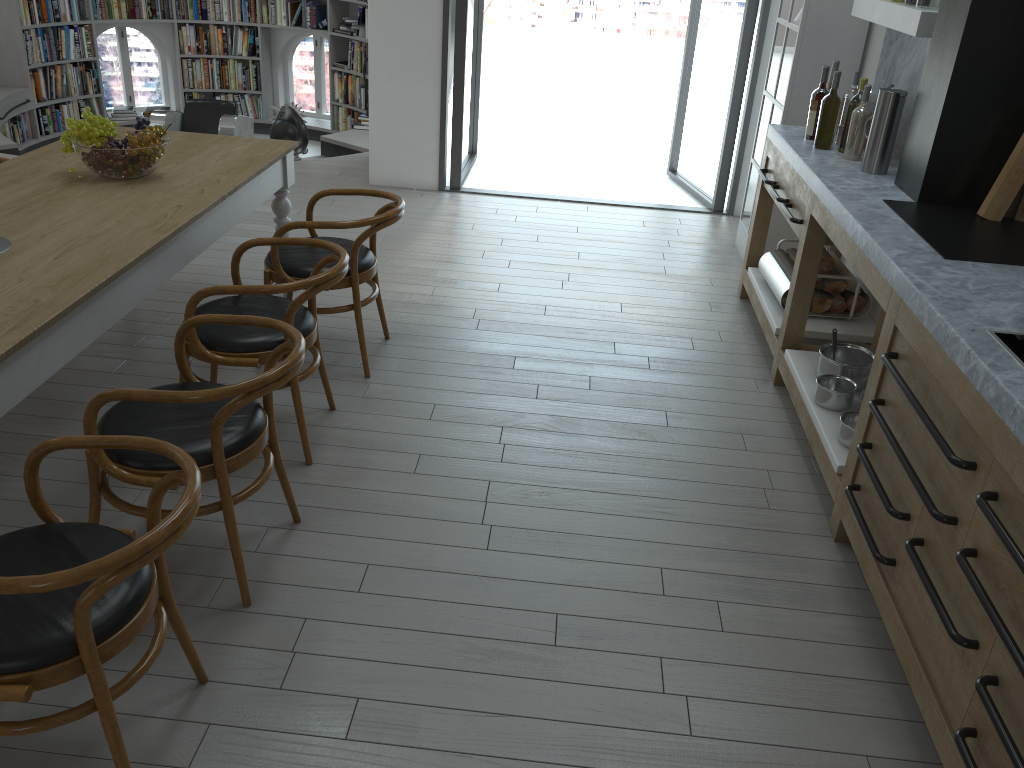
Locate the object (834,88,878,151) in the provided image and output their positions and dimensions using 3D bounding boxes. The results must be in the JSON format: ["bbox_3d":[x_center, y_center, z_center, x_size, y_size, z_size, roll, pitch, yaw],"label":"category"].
[{"bbox_3d":[1.657,-1.272,4.211,0.184,0.283,0.186,17,29,24],"label":"object"}]

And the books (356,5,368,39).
[{"bbox_3d":[-1.476,-3.949,9.685,0.257,0.346,0.557,-17,34,-35],"label":"books"}]

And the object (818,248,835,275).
[{"bbox_3d":[1.523,-0.641,4.440,0.104,0.101,0.295,4,27,0],"label":"object"}]

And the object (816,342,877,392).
[{"bbox_3d":[1.434,-0.074,3.625,0.378,0.162,0.225,0,27,-7],"label":"object"}]

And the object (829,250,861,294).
[{"bbox_3d":[1.636,-0.562,4.401,0.071,0.072,0.427,4,27,0],"label":"object"}]

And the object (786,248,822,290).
[{"bbox_3d":[1.459,-0.579,4.436,0.101,0.085,0.367,4,27,0],"label":"object"}]

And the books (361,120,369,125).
[{"bbox_3d":[-1.290,-2.517,8.462,0.286,0.034,0.308,1,28,-6],"label":"books"}]

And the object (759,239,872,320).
[{"bbox_3d":[1.499,-0.523,4.410,0.429,0.229,0.533,4,27,1],"label":"object"}]

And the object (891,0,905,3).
[{"bbox_3d":[1.738,-1.785,3.899,0.128,0.197,0.165,3,27,-2],"label":"object"}]

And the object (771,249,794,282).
[{"bbox_3d":[1.379,-0.560,4.422,0.092,0.092,0.442,4,27,0],"label":"object"}]

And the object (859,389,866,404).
[{"bbox_3d":[1.567,0.073,3.401,0.508,0.052,0.266,-6,29,-18],"label":"object"}]

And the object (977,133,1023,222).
[{"bbox_3d":[1.788,-0.744,3.168,0.148,0.332,0.082,1,27,-6],"label":"object"}]

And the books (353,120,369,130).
[{"bbox_3d":[-1.293,-2.484,8.478,0.365,0.041,0.392,5,27,3],"label":"books"}]

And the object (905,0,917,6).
[{"bbox_3d":[1.723,-1.687,3.723,0.120,0.180,0.121,12,28,16],"label":"object"}]

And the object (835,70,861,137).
[{"bbox_3d":[1.671,-1.378,4.378,0.085,0.327,0.086,9,27,10],"label":"object"}]

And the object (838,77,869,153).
[{"bbox_3d":[1.578,-1.228,4.065,0.092,0.335,0.093,14,28,19],"label":"object"}]

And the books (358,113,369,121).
[{"bbox_3d":[-1.288,-2.545,8.448,0.269,0.030,0.289,10,28,12],"label":"books"}]

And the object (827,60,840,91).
[{"bbox_3d":[1.589,-1.435,4.445,0.086,0.355,0.089,16,29,22],"label":"object"}]

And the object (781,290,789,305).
[{"bbox_3d":[1.330,-0.492,4.451,0.067,0.066,0.427,4,27,0],"label":"object"}]

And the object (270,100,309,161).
[{"bbox_3d":[-1.887,-2.118,7.510,0.320,0.556,0.324,-7,29,-21],"label":"object"}]

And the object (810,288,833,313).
[{"bbox_3d":[1.487,-0.485,4.442,0.093,0.083,0.485,4,27,0],"label":"object"}]

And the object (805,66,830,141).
[{"bbox_3d":[1.489,-1.354,4.293,0.093,0.355,0.093,23,32,33],"label":"object"}]

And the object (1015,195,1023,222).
[{"bbox_3d":[1.905,-0.729,3.146,0.130,0.362,0.072,14,28,19],"label":"object"}]

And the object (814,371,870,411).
[{"bbox_3d":[1.307,0.030,3.452,0.261,0.111,0.155,0,27,-7],"label":"object"}]

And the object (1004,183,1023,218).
[{"bbox_3d":[1.869,-0.778,3.208,0.131,0.363,0.068,12,27,15],"label":"object"}]

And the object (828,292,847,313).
[{"bbox_3d":[1.571,-0.488,4.457,0.091,0.088,0.460,4,27,0],"label":"object"}]

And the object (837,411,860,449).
[{"bbox_3d":[1.303,0.171,3.179,0.261,0.111,0.155,5,27,2],"label":"object"}]

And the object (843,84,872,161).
[{"bbox_3d":[1.546,-1.159,3.940,0.085,0.327,0.086,9,27,10],"label":"object"}]

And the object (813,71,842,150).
[{"bbox_3d":[1.475,-1.266,4.114,0.093,0.354,0.093,-18,34,-38],"label":"object"}]

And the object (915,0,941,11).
[{"bbox_3d":[1.707,-1.585,3.531,0.208,0.176,0.104,16,29,23],"label":"object"}]

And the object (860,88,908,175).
[{"bbox_3d":[1.566,-1.069,3.748,0.114,0.335,0.166,7,27,6],"label":"object"}]

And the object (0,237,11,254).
[{"bbox_3d":[-1.673,-0.778,2.540,0.266,0.865,0.783,-7,29,-20],"label":"object"}]

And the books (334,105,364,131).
[{"bbox_3d":[-1.603,-2.932,10.134,0.360,0.307,1.510,-13,32,-30],"label":"books"}]

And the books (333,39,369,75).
[{"bbox_3d":[-1.651,-3.680,9.962,0.253,0.348,0.980,-20,35,-39],"label":"books"}]

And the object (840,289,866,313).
[{"bbox_3d":[1.658,-0.486,4.448,0.091,0.091,0.442,4,27,0],"label":"object"}]

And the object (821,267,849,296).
[{"bbox_3d":[1.559,-0.555,4.430,0.115,0.078,0.440,4,27,0],"label":"object"}]

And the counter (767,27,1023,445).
[{"bbox_3d":[1.568,-0.030,1.585,0.961,0.612,6.653,5,27,3],"label":"counter"}]

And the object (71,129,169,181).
[{"bbox_3d":[-1.564,-0.906,3.569,0.360,0.158,0.364,-4,28,-15],"label":"object"}]

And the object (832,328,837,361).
[{"bbox_3d":[1.333,-0.123,3.646,0.051,0.150,0.192,5,27,3],"label":"object"}]

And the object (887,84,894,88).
[{"bbox_3d":[1.663,-1.177,3.985,0.085,0.327,0.086,9,27,10],"label":"object"}]

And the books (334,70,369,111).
[{"bbox_3d":[-1.725,-3.378,10.191,0.273,0.346,0.878,-20,36,-39],"label":"books"}]

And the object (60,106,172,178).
[{"bbox_3d":[-1.584,-0.971,3.556,0.395,0.281,0.295,-12,31,-29],"label":"object"}]
